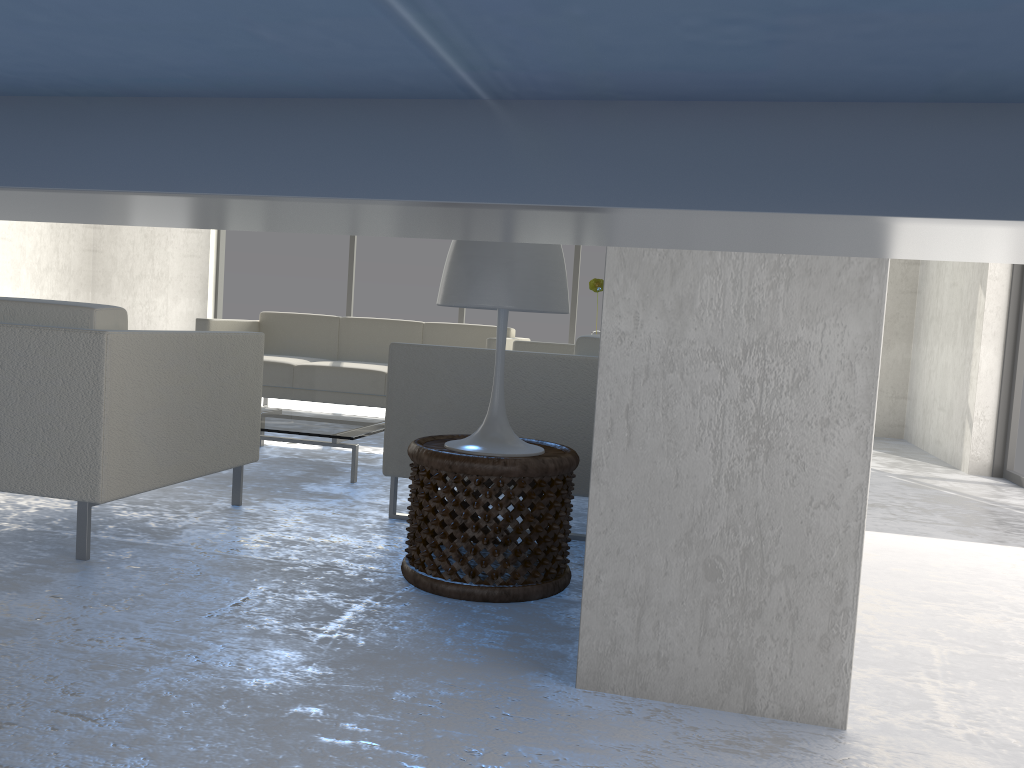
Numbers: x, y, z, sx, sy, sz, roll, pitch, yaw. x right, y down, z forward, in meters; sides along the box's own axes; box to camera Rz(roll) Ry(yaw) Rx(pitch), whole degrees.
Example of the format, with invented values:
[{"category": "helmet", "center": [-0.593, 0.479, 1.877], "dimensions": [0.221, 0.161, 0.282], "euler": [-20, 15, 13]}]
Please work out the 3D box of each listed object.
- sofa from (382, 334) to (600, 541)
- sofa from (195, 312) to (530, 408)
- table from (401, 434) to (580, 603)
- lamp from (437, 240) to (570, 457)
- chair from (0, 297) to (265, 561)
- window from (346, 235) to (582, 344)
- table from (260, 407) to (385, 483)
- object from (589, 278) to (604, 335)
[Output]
[{"category": "sofa", "center": [0.173, 0.106, 3.734], "dimensions": [0.821, 0.658, 1.881], "euler": [5, 4, 13]}, {"category": "sofa", "center": [-0.903, -0.080, 5.476], "dimensions": [1.881, 0.658, 0.821], "euler": [5, 4, 13]}, {"category": "table", "center": [-0.058, 0.340, 2.352], "dimensions": [0.452, 0.358, 0.452], "euler": [3, 4, -12]}, {"category": "lamp", "center": [-0.028, -0.119, 2.322], "dimensions": [0.347, 0.582, 0.347], "euler": [2, 4, -19]}, {"category": "chair", "center": [-1.298, 0.080, 2.711], "dimensions": [0.748, 0.662, 0.821], "euler": [5, 4, 13]}, {"category": "window", "center": [0.567, -1.024, 7.313], "dimensions": [4.080, 2.477, 0.037], "euler": [5, 4, 13]}, {"category": "table", "center": [-0.927, 0.257, 3.952], "dimensions": [0.773, 0.190, 0.730], "euler": [5, 4, 13]}, {"category": "object", "center": [0.472, -0.139, 4.756], "dimensions": [0.387, 1.051, 0.400], "euler": [7, 5, 40]}]
